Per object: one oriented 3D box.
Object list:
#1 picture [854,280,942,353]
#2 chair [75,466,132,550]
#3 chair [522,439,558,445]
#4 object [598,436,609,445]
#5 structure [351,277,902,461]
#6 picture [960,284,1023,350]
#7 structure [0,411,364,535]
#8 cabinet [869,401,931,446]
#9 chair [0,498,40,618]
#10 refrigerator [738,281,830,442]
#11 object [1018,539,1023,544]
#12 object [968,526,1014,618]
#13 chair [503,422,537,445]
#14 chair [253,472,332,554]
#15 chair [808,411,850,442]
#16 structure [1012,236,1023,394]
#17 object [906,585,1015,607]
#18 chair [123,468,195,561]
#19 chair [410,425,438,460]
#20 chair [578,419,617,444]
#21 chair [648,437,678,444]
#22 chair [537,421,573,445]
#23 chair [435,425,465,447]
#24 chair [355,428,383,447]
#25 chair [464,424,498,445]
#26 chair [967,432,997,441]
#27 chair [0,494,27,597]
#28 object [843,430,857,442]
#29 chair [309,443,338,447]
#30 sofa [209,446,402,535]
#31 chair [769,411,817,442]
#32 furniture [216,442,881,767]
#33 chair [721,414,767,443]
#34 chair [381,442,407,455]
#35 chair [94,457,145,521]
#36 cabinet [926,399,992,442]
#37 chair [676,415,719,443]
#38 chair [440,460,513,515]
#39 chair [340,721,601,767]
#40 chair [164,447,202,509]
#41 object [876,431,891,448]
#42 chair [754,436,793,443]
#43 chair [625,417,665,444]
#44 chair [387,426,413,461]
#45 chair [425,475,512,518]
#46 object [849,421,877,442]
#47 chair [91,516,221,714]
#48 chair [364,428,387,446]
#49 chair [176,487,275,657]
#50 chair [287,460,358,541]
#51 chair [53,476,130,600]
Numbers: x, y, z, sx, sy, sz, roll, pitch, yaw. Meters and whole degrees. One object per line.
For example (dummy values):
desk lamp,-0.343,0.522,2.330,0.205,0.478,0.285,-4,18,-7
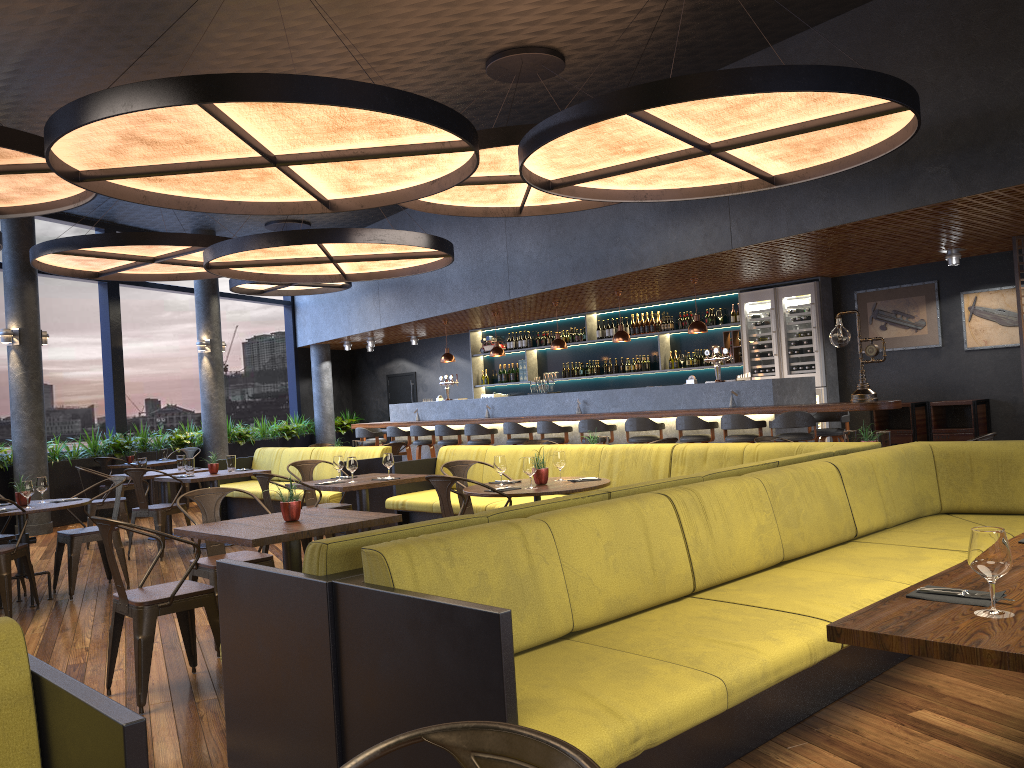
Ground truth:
picture,4.838,-0.828,11.153,0.028,0.809,1.039,-3,-1,-44
chair,-4.615,1.362,10.023,0.541,0.917,0.504,-3,-1,-25
chair,0.417,1.027,9.087,0.504,0.917,0.541,-3,-1,-43
object,0.883,0.593,8.487,0.102,0.178,0.102,-4,-1,32
structure,1.388,0.141,12.878,2.700,2.700,9.298,-3,-1,-44
picture,5.739,-0.778,10.214,0.028,0.697,1.039,-3,-1,-44
structure,-6.222,1.264,12.638,0.808,1.413,17.112,-4,-1,21
cabinet,4.800,0.739,10.948,0.473,1.007,0.553,-3,-1,-44
chair,-3.788,1.246,6.411,0.504,0.917,0.541,-4,-1,-4
refrigerator,3.745,-0.256,12.053,0.454,2.109,1.159,-3,-1,-44
object,1.834,0.518,2.939,0.157,0.019,0.255,-3,-1,-43
object,1.155,0.452,2.139,0.097,0.206,0.097,-4,-1,2
chair,0.142,1.035,12.262,0.483,1.048,0.438,-4,-1,18
chair,-1.721,1.125,6.968,0.541,0.917,0.504,-3,-1,-43
chair,3.466,0.779,9.708,0.483,1.048,0.438,-4,-1,18
structure,5.893,-0.209,9.265,1.319,2.700,0.050,-3,-1,-14
object,1.179,0.548,2.311,0.157,0.019,0.255,-3,-1,-43
chair,-3.558,1.275,8.881,0.504,0.917,0.541,-4,-1,24
chair,-1.325,1.155,13.802,0.483,1.048,0.438,-4,-1,18
chair,1.109,0.956,11.227,0.483,1.048,0.438,-4,-1,7
chair,1.275,0.956,8.187,0.504,0.917,0.541,-3,-1,-43
chair,0.574,0.998,11.730,0.438,1.048,0.483,-3,-1,-15
chair,-0.909,1.119,13.255,0.438,1.048,0.483,-3,-1,-15
chair,-2.344,1.237,14.788,0.483,1.048,0.438,-4,-1,18
chair,-0.437,1.080,12.701,0.438,1.048,0.483,-3,-1,-24
chair,3.124,0.804,6.227,0.504,0.917,0.541,-3,-1,-43
chair,-4.313,1.292,7.155,0.541,0.917,0.504,-4,-1,28
object,2.635,0.454,6.896,0.102,0.178,0.102,-4,-1,32
chair,-2.437,1.258,11.948,0.504,0.917,0.541,-3,-1,-43
sofa,-2.634,1.255,10.862,0.966,0.914,3.061,-3,-1,-44
chair,2.944,0.804,9.260,0.483,1.048,0.438,-4,-1,38
furniture,0.522,0.954,5.160,7.462,0.914,4.895,-5,-1,41
chair,2.531,0.838,9.679,0.438,1.048,0.483,-3,-1,-15
chair,-1.567,1.187,11.035,0.504,0.917,0.541,-3,-1,-43
chair,-5.561,1.466,12.504,0.504,0.917,0.541,-4,-1,21
cabinet,5.279,0.700,10.446,0.473,1.007,0.553,-3,-1,-44
chair,2.150,0.871,10.174,0.483,1.048,0.438,-4,-1,18
chair,-0.216,1.021,6.524,0.504,0.917,0.541,-3,-1,-43
chair,-0.130,0.918,0.967,0.541,0.917,0.504,-3,-1,-43
chair,-5.098,1.459,13.750,0.504,0.917,0.541,-4,-1,11
object,2.744,0.440,6.537,0.102,0.178,0.102,-4,-1,32
chair,2.266,0.875,7.127,0.504,0.917,0.541,-3,-1,-43
chair,1.611,0.915,10.731,0.438,1.048,0.483,-3,-1,-29
chair,-1.745,1.189,14.224,0.483,1.048,0.438,-4,-1,18
chair,-0.243,1.008,5.641,0.541,0.917,0.504,-3,-1,-43
object,2.665,0.401,6.663,0.260,0.271,0.238,-3,-1,-42
chair,-1.768,1.083,4.416,0.541,0.917,0.504,-3,-1,-43
chair,-2.404,1.258,15.774,0.483,1.048,0.438,-3,-1,-15
chair,-1.712,1.096,5.365,0.504,0.917,0.541,-3,-1,-43
chair,-1.706,1.141,7.949,0.504,0.917,0.541,-3,-1,-43
chair,-3.447,1.240,7.303,0.541,0.917,0.504,-3,-1,-43
